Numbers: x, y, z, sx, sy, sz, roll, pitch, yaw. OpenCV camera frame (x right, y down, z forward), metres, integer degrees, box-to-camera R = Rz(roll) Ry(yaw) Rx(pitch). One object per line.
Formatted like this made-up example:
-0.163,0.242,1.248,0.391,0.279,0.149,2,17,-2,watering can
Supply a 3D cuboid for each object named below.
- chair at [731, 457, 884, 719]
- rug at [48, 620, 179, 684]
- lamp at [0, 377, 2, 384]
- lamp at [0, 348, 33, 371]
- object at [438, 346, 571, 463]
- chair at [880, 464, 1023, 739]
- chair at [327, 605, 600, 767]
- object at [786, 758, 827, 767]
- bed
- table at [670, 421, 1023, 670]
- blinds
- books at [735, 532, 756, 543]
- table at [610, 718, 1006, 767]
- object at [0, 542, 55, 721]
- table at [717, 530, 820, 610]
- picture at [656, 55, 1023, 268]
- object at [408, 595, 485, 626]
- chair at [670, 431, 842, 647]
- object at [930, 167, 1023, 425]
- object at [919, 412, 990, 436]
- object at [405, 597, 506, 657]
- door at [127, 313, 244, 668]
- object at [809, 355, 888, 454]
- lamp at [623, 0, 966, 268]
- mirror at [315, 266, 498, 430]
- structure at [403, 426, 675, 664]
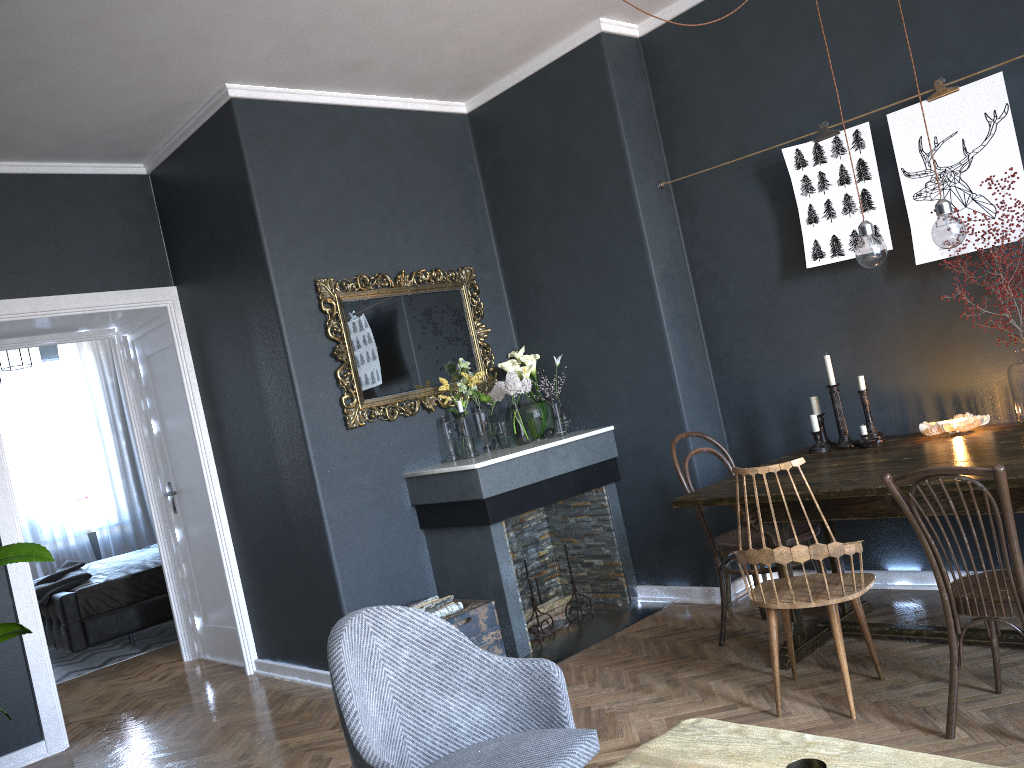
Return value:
1.010,0.668,3.077,0.456,0.856,0.383,-12,0,33,chair
-3.219,2.071,7.198,1.456,0.013,2.048,-12,-1,-42,rug
-4.416,-0.355,7.328,0.210,0.747,0.210,-12,0,-28,lamp
-3.766,-0.494,6.597,0.210,0.769,0.210,-12,0,-28,lamp
-0.036,0.076,4.863,0.726,0.547,0.475,-12,0,-39,object
1.401,0.590,2.554,0.466,0.820,0.363,-12,0,-42,chair
-0.121,0.920,2.063,0.495,0.811,0.644,-12,0,26,chair
0.565,0.601,1.289,0.103,0.033,0.369,-12,-1,-32,object
-2.991,1.432,7.564,2.371,1.162,2.269,-12,-1,-42,bed
1.617,0.599,3.202,1.124,0.727,1.607,-12,-1,-42,table
-5.056,1.051,8.335,3.986,2.789,0.313,-12,0,-42,blinds
1.202,0.725,4.323,0.207,0.025,0.262,-12,-1,1,books
0.558,0.901,1.409,0.339,0.550,0.789,-12,0,-42,table
-2.330,0.866,3.161,0.765,1.899,1.116,-12,0,42,object
1.264,0.900,4.320,0.363,0.318,0.370,-12,0,-42,table
2.295,-1.007,2.946,0.057,0.771,4.465,-13,0,-42,picture
-0.380,1.171,4.245,0.369,0.247,0.534,-12,-1,-42,object
1.045,0.631,3.827,0.437,0.920,0.550,-12,0,-40,chair
1.914,-0.311,3.335,0.557,0.931,0.638,-12,0,18,object
1.755,0.165,3.516,0.252,0.072,0.254,-12,-1,-36,object
-0.367,1.246,4.242,0.382,0.326,0.553,-12,0,-42,object
-1.990,0.663,5.532,0.161,2.187,0.858,-13,0,-42,door
1.399,0.070,3.845,0.223,0.419,0.369,-12,0,-41,object
0.675,-1.094,2.937,1.589,1.574,0.583,-12,0,-11,lamp
-0.519,-0.228,4.773,1.055,0.784,0.067,-12,0,-42,mirror
0.150,0.815,4.671,1.063,0.981,0.835,-12,0,-42,structure
